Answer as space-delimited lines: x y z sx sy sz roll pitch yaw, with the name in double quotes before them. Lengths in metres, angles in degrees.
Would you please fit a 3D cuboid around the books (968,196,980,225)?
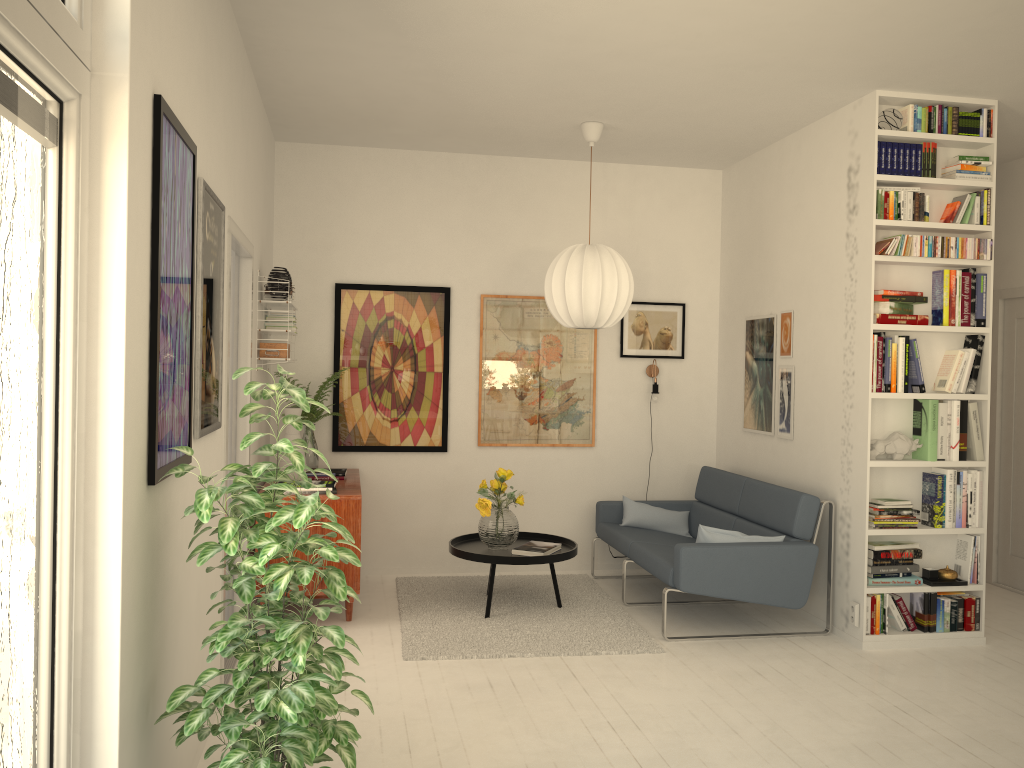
"books" 2.453 -0.921 4.806 0.030 0.153 0.200 1 1 -11

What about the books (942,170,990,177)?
"books" 2.428 -1.124 4.804 0.200 0.018 0.208 1 1 -10

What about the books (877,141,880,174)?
"books" 1.882 -1.176 4.703 0.034 0.179 0.188 1 1 -11

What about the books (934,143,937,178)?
"books" 2.210 -1.176 4.775 0.020 0.191 0.205 1 1 -11

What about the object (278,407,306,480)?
"object" -1.263 0.359 5.099 0.160 0.445 0.158 1 1 29

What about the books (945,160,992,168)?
"books" 2.437 -1.171 4.782 0.179 0.016 0.208 1 1 -6

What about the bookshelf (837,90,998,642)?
"bookshelf" 2.177 -0.066 4.777 0.710 2.900 0.249 1 1 -10

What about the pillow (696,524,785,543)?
"pillow" 1.211 0.921 4.812 0.533 0.353 0.141 1 1 -11

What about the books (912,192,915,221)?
"books" 2.088 -0.929 4.728 0.013 0.159 0.176 1 1 -11

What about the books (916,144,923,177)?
"books" 2.123 -1.172 4.748 0.034 0.179 0.188 1 1 -11

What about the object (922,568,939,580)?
"object" 2.244 1.020 4.758 0.058 0.055 0.058 1 1 -10

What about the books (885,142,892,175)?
"books" 1.951 -1.175 4.716 0.034 0.179 0.188 1 1 -11

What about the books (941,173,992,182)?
"books" 2.425 -1.095 4.806 0.214 0.038 0.222 1 1 -10

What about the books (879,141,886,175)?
"books" 1.916 -1.176 4.710 0.034 0.179 0.188 1 1 -11

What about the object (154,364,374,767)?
"object" -0.646 0.657 2.339 0.569 1.424 0.514 2 1 32

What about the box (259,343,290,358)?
"box" -1.364 -0.191 5.102 0.152 0.084 0.266 1 1 -10

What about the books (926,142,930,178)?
"books" 2.171 -1.177 4.765 0.020 0.191 0.205 1 1 -11

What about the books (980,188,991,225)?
"books" 2.518 -0.943 4.819 0.022 0.198 0.212 1 1 -11

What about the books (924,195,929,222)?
"books" 2.166 -0.919 4.748 0.020 0.145 0.189 1 1 -11

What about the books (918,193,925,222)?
"books" 2.132 -0.925 4.722 0.023 0.153 0.176 1 1 -11

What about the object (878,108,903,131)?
"object" 1.984 -1.381 4.660 0.131 0.131 0.131 1 1 -15

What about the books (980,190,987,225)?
"books" 2.499 -0.938 4.818 0.014 0.188 0.218 1 1 -11

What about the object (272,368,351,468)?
"object" -1.291 0.226 5.743 0.476 0.686 0.398 1 1 -9

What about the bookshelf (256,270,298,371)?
"bookshelf" -1.388 -0.359 5.277 0.184 0.564 0.695 1 1 -11

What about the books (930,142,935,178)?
"books" 2.192 -1.177 4.760 0.020 0.191 0.205 1 1 -11

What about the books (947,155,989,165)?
"books" 2.443 -1.196 4.799 0.169 0.032 0.188 1 1 -5

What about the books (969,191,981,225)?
"books" 2.478 -0.938 4.827 0.022 0.187 0.186 1 1 -11

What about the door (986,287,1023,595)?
"door" 3.468 0.377 5.710 0.166 2.033 0.955 1 1 -11

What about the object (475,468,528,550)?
"object" -0.085 0.739 5.262 0.291 0.471 0.361 2 1 28

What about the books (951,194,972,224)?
"books" 2.374 -0.929 4.809 0.092 0.165 0.222 1 1 -11

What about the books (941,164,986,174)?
"books" 2.416 -1.148 4.801 0.173 0.030 0.199 1 1 -20

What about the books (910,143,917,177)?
"books" 2.088 -1.173 4.742 0.034 0.179 0.188 1 1 -11

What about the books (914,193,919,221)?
"books" 2.103 -0.927 4.750 0.024 0.155 0.206 1 1 -11

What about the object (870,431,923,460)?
"object" 2.021 0.327 4.708 0.311 0.150 0.137 1 1 -2

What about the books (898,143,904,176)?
"books" 2.019 -1.174 4.729 0.034 0.179 0.188 1 1 -11

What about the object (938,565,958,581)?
"object" 3.126 0.559 4.052 0.778 1.711 2.088 1 1 -30

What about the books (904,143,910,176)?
"books" 2.054 -1.173 4.735 0.034 0.179 0.188 1 1 -11

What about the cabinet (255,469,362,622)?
"cabinet" -1.194 0.943 5.319 0.546 0.727 1.262 1 1 -11

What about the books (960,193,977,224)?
"books" 2.409 -0.931 4.802 0.065 0.168 0.229 1 1 -11

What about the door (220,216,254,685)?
"door" -1.710 0.301 4.077 0.882 2.033 0.955 1 1 -10

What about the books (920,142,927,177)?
"books" 2.150 -1.177 4.764 0.020 0.191 0.205 1 1 -11

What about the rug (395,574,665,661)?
"rug" 0.001 1.327 5.212 1.304 0.012 1.661 1 1 -9

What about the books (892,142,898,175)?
"books" 1.985 -1.175 4.723 0.034 0.179 0.188 1 1 -11

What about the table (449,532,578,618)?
"table" 0.004 1.134 5.253 0.761 0.386 0.761 1 1 5

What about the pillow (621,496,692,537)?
"pillow" 0.983 0.905 6.068 0.540 0.277 0.157 1 1 -9

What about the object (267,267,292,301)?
"object" -1.319 -0.567 5.037 0.139 0.200 0.139 2 1 34

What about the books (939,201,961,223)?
"books" 2.339 -0.912 4.814 0.073 0.129 0.200 1 1 -11
